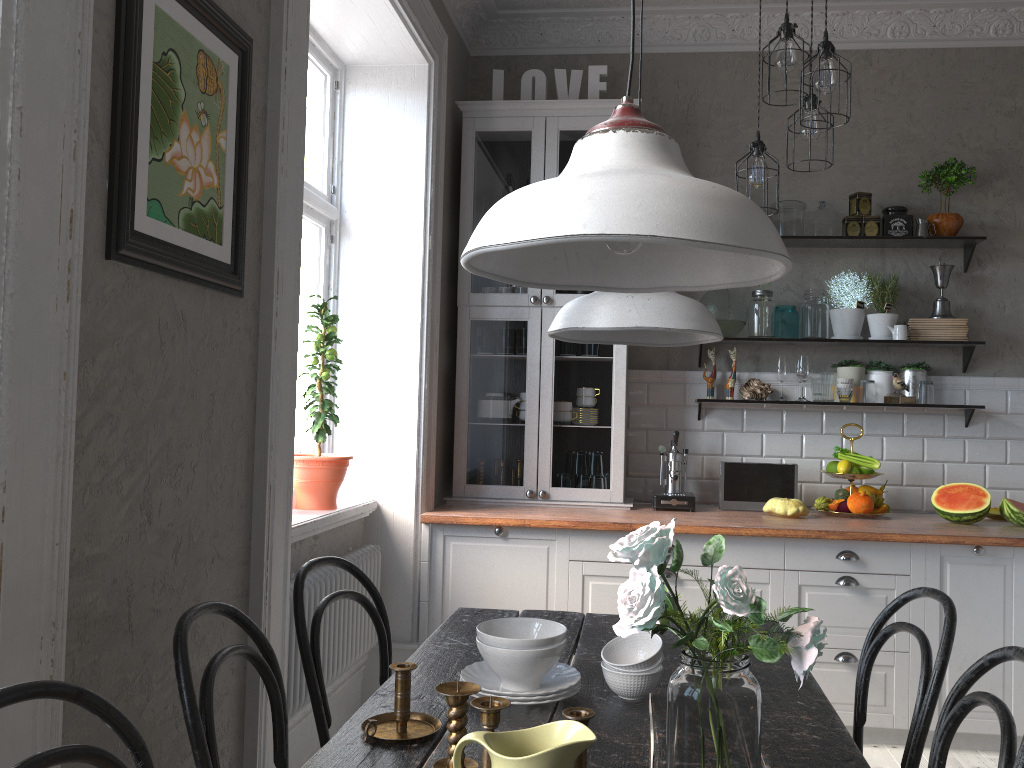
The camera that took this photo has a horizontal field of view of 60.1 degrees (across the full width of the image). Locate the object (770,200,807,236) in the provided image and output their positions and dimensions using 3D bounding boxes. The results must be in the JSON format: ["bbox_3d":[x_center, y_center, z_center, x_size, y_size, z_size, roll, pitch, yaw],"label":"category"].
[{"bbox_3d":[1.344,-0.787,4.310,0.176,0.184,0.168,3,-3,-43],"label":"object"}]

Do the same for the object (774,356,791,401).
[{"bbox_3d":[1.316,-0.024,4.317,0.082,0.217,0.081,2,-2,-7],"label":"object"}]

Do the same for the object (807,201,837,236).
[{"bbox_3d":[1.536,-0.797,4.385,0.143,0.220,0.137,3,-2,-33],"label":"object"}]

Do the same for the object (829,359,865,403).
[{"bbox_3d":[1.629,-0.017,4.304,0.158,0.217,0.154,2,-2,-13],"label":"object"}]

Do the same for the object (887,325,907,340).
[{"bbox_3d":[1.826,-0.240,4.170,0.104,0.071,0.064,0,-2,37],"label":"object"}]

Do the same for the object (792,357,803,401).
[{"bbox_3d":[1.401,-0.022,4.303,0.082,0.217,0.081,2,-2,-7],"label":"object"}]

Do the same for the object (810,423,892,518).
[{"bbox_3d":[1.558,0.392,4.066,0.354,0.425,0.350,2,-2,-8],"label":"object"}]

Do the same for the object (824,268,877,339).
[{"bbox_3d":[1.650,-0.381,4.311,0.241,0.354,0.238,1,-2,25],"label":"object"}]

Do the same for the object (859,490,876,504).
[{"bbox_3d":[1.599,0.518,4.007,0.087,0.078,0.089,0,-2,34],"label":"object"}]

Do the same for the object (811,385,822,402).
[{"bbox_3d":[1.492,0.047,4.309,0.076,0.083,0.079,1,-2,25],"label":"object"}]

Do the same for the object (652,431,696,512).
[{"bbox_3d":[0.754,0.398,4.102,0.205,0.370,0.355,1,-2,8],"label":"object"}]

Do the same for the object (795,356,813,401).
[{"bbox_3d":[1.390,-0.025,4.214,0.082,0.217,0.081,2,-2,-7],"label":"object"}]

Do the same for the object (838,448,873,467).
[{"bbox_3d":[1.608,0.349,4.104,0.177,0.096,0.090,1,-2,27],"label":"object"}]

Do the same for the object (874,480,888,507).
[{"bbox_3d":[1.681,0.501,4.064,0.060,0.120,0.128,0,-2,31],"label":"object"}]

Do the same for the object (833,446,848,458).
[{"bbox_3d":[1.506,0.313,4.052,0.073,0.058,0.050,2,-2,-16],"label":"object"}]

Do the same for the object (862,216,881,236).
[{"bbox_3d":[1.725,-0.744,4.256,0.082,0.113,0.084,1,-2,17],"label":"object"}]

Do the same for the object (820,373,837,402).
[{"bbox_3d":[1.512,0.017,4.232,0.080,0.139,0.077,2,-2,-20],"label":"object"}]

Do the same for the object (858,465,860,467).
[{"bbox_3d":[1.628,0.398,4.104,0.063,0.060,0.065,2,-2,-5],"label":"object"}]

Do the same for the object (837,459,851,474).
[{"bbox_3d":[1.501,0.375,4.002,0.058,0.069,0.080,1,-2,27],"label":"object"}]

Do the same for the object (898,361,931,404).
[{"bbox_3d":[1.949,-0.004,4.286,0.158,0.213,0.153,1,-2,5],"label":"object"}]

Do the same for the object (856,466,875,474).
[{"bbox_3d":[1.603,0.403,4.039,0.076,0.062,0.099,2,-2,-19],"label":"object"}]

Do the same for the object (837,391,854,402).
[{"bbox_3d":[1.572,0.061,4.180,0.077,0.051,0.077,1,-2,0],"label":"object"}]

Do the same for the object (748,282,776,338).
[{"bbox_3d":[1.185,-0.490,4.220,0.192,0.540,0.280,2,-2,0],"label":"object"}]

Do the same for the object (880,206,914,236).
[{"bbox_3d":[1.854,-0.769,4.293,0.141,0.174,0.143,1,-2,7],"label":"object"}]

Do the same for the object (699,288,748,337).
[{"bbox_3d":[1.020,-0.560,4.286,0.339,0.674,0.332,2,-2,-24],"label":"object"}]

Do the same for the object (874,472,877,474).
[{"bbox_3d":[1.648,0.403,4.065,0.052,0.050,0.050,1,-2,17],"label":"object"}]

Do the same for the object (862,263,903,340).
[{"bbox_3d":[1.774,-0.392,4.245,0.187,0.380,0.166,3,-2,-32],"label":"object"}]

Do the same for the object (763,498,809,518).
[{"bbox_3d":[1.214,0.547,3.929,0.196,0.083,0.190,1,-2,8],"label":"object"}]

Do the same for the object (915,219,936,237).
[{"bbox_3d":[1.949,-0.732,4.182,0.093,0.096,0.075,1,-2,8],"label":"object"}]

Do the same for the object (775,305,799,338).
[{"bbox_3d":[1.341,-0.296,4.342,0.125,0.172,0.127,1,-2,11],"label":"object"}]

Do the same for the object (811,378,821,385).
[{"bbox_3d":[1.493,0.014,4.310,0.076,0.083,0.079,1,-2,25],"label":"object"}]

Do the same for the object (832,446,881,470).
[{"bbox_3d":[1.570,0.335,4.040,0.209,0.101,0.068,1,-2,13],"label":"object"}]

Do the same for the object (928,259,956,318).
[{"bbox_3d":[2.058,-0.448,4.241,0.131,0.287,0.130,2,-2,-8],"label":"object"}]

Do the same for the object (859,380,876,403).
[{"bbox_3d":[1.695,0.037,4.223,0.078,0.108,0.078,1,-2,1],"label":"object"}]

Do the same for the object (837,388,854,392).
[{"bbox_3d":[1.572,0.044,4.181,0.077,0.051,0.077,1,-2,0],"label":"object"}]

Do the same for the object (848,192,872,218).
[{"bbox_3d":[1.673,-0.857,4.257,0.083,0.113,0.082,2,-2,-13],"label":"object"}]

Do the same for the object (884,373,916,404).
[{"bbox_3d":[1.843,0.023,4.199,0.120,0.147,0.099,2,-2,-25],"label":"object"}]

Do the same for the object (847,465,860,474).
[{"bbox_3d":[1.543,0.399,4.012,0.063,0.061,0.067,1,-2,7],"label":"object"}]

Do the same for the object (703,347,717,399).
[{"bbox_3d":[0.976,-0.052,4.355,0.054,0.264,0.060,2,-2,-21],"label":"object"}]

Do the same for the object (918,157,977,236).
[{"bbox_3d":[2.081,-0.877,4.225,0.256,0.397,0.245,0,-2,32],"label":"object"}]

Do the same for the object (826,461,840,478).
[{"bbox_3d":[1.497,0.394,4.078,0.096,0.078,0.100,2,-2,-6],"label":"object"}]

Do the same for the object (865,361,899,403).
[{"bbox_3d":[1.784,-0.009,4.296,0.170,0.214,0.150,0,-2,37],"label":"object"}]

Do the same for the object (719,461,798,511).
[{"bbox_3d":[1.150,0.481,4.144,0.350,0.226,0.088,1,-2,6],"label":"object"}]

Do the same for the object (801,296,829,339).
[{"bbox_3d":[1.450,-0.313,4.240,0.122,0.206,0.127,0,-2,30],"label":"object"}]

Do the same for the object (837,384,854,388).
[{"bbox_3d":[1.573,0.026,4.181,0.076,0.051,0.078,1,-2,26],"label":"object"}]

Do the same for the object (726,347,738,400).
[{"bbox_3d":[1.077,-0.050,4.328,0.052,0.264,0.063,0,-3,44],"label":"object"}]

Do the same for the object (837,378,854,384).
[{"bbox_3d":[1.574,0.001,4.182,0.077,0.051,0.077,2,-2,-7],"label":"object"}]

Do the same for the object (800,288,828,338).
[{"bbox_3d":[1.496,-0.336,4.388,0.130,0.264,0.132,1,-2,13],"label":"object"}]

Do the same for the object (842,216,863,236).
[{"bbox_3d":[1.639,-0.745,4.269,0.082,0.113,0.083,1,-2,7],"label":"object"}]

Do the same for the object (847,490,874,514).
[{"bbox_3d":[1.548,0.526,3.936,0.115,0.111,0.109,2,-2,-25],"label":"object"}]

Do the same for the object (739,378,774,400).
[{"bbox_3d":[1.174,0.026,4.290,0.179,0.111,0.095,2,-2,-16],"label":"object"}]

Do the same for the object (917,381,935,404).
[{"bbox_3d":[1.948,0.041,4.169,0.078,0.108,0.078,1,-2,1],"label":"object"}]
